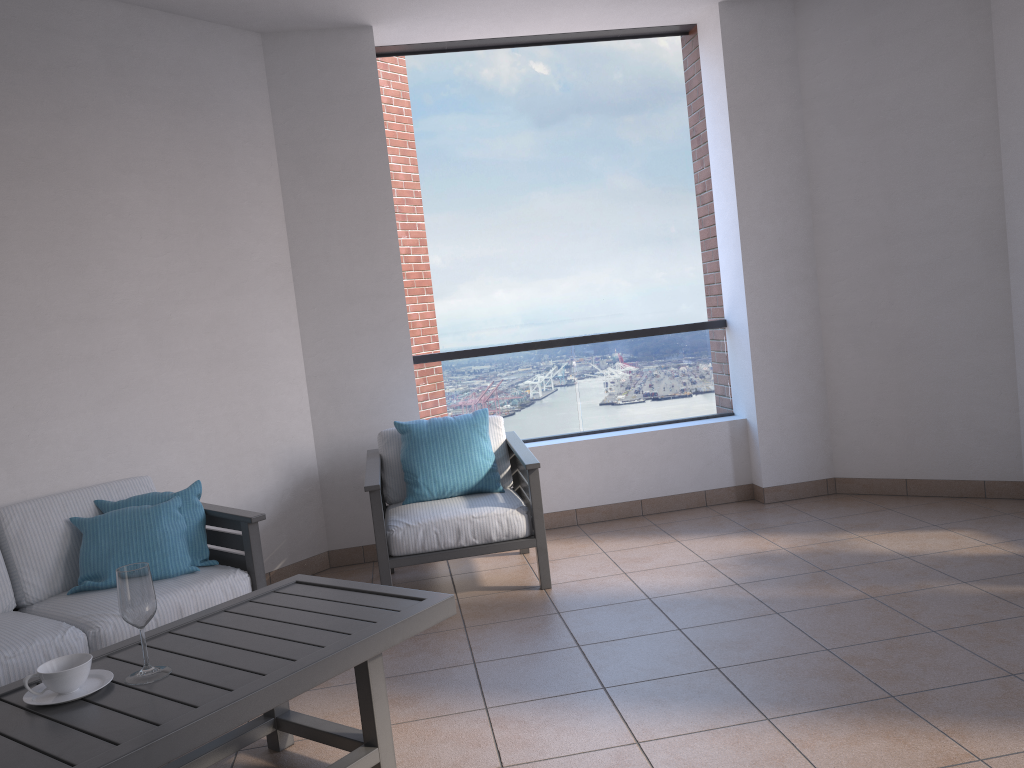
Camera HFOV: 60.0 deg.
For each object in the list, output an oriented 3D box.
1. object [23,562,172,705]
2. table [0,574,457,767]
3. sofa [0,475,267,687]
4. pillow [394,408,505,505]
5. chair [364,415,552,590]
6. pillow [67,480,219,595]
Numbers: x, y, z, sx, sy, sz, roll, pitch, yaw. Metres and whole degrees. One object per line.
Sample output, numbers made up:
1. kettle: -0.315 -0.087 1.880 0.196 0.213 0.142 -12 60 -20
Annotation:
1. object: -1.047 0.616 2.192 0.337 0.284 0.203 -7 4 -2
2. table: -0.801 0.953 2.356 0.710 0.473 1.260 -3 5 37
3. sofa: -1.932 0.886 2.971 0.807 0.765 2.161 -3 5 37
4. pillow: -0.329 0.368 4.476 0.510 0.426 0.316 -7 4 -10
5. chair: -0.295 0.592 4.394 0.797 0.765 0.807 -7 4 -7
6. pillow: -1.470 0.621 3.537 0.543 0.370 0.377 -7 4 -13
